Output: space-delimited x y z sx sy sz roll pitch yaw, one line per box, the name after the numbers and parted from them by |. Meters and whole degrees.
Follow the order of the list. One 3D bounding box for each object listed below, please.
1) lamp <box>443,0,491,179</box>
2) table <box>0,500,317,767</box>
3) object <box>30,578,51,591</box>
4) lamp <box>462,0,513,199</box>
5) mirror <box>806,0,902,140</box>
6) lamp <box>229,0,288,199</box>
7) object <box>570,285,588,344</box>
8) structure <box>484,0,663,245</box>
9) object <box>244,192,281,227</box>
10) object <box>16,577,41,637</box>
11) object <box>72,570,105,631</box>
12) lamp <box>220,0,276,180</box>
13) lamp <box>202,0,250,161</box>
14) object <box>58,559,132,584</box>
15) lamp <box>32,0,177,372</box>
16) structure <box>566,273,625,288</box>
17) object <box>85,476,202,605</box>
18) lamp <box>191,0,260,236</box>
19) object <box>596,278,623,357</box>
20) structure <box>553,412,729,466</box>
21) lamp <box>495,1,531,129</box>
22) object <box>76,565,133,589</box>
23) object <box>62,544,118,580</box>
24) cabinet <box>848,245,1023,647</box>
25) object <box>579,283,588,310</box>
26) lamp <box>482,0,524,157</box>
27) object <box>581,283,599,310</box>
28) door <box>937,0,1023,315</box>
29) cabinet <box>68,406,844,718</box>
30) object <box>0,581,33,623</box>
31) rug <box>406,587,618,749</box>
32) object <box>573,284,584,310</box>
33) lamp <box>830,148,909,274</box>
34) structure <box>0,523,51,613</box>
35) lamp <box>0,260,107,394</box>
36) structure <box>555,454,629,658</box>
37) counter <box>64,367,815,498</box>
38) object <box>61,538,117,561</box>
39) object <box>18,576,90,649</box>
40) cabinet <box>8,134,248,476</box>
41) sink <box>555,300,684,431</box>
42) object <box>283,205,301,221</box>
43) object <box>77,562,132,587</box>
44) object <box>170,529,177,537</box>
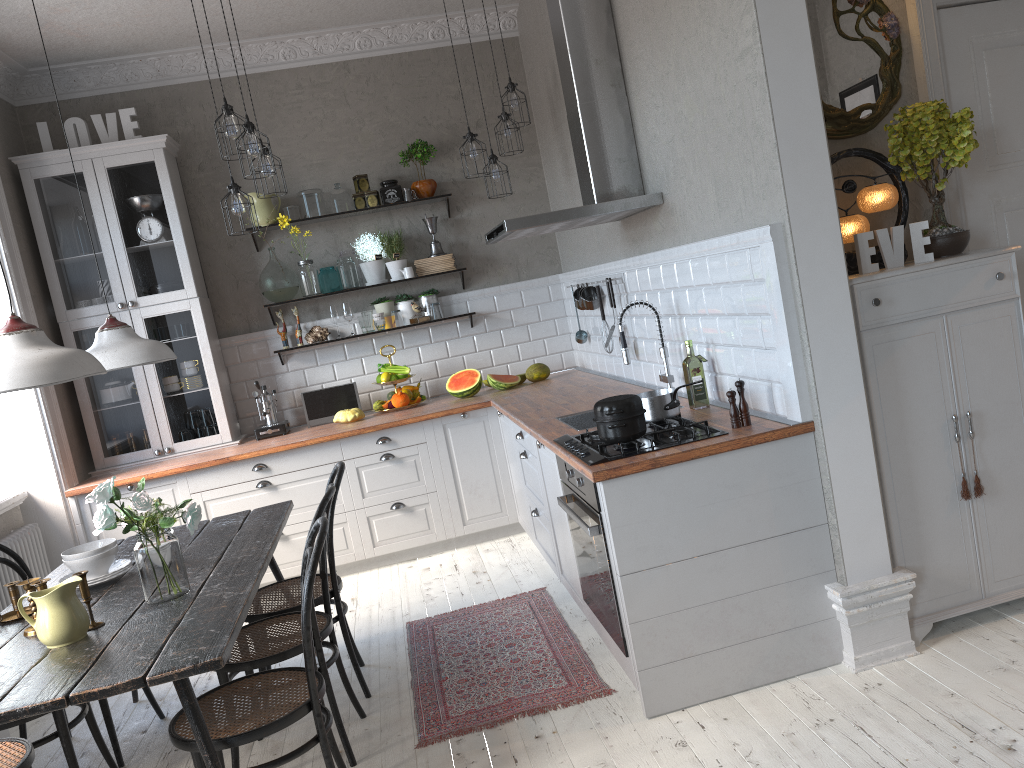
-0.364 -2.054 5.045 0.144 1.736 0.149 -8 7 23 | lamp
-1.217 1.043 3.047 0.911 0.735 1.905 -12 6 -8 | table
-1.376 0.656 2.619 0.061 0.172 0.062 -10 6 12 | object
-0.236 -1.970 5.212 0.149 1.736 0.143 -16 8 -37 | lamp
1.219 -1.214 3.279 0.536 0.594 0.070 -12 6 -10 | mirror
-1.366 -1.790 4.342 0.149 1.736 0.144 -14 7 -22 | lamp
0.414 -0.441 5.616 0.077 0.379 0.082 -12 6 -9 | object
0.115 -1.526 4.105 0.718 1.597 0.706 -12 6 -9 | structure
-1.574 -1.106 5.624 0.190 0.217 0.173 -11 6 5 | object
-1.445 0.663 2.679 0.097 0.172 0.094 -14 7 -28 | object
-1.250 0.635 2.606 0.059 0.167 0.059 -11 6 5 | object
-1.340 -1.814 4.028 0.144 1.736 0.149 -6 8 38 | lamp
-1.482 -1.933 4.152 0.149 1.736 0.144 -14 7 -22 | lamp
-1.477 0.676 3.147 0.235 0.027 0.239 -9 6 14 | object
-1.616 -0.959 3.174 0.380 1.860 0.378 -11 6 -1 | lamp
0.465 -0.583 5.117 0.095 0.053 1.077 -12 6 -8 | structure
-1.113 0.468 2.743 0.314 0.414 0.249 -12 6 -11 | object
-1.506 -1.600 4.333 0.150 1.736 0.143 -17 9 -42 | lamp
0.516 -0.344 4.747 0.081 0.443 0.326 -12 6 -7 | object
0.445 0.182 3.238 0.499 0.031 0.601 -12 6 -9 | structure
-0.127 -2.373 5.138 0.149 1.736 0.143 -16 8 -37 | lamp
-1.474 0.693 3.149 0.236 0.027 0.238 -10 6 9 | object
-1.485 0.641 3.143 0.182 0.094 0.177 -13 6 -18 | object
1.519 0.210 3.215 0.671 1.298 0.381 -12 6 -9 | cabinet
0.447 -0.517 5.223 0.109 0.162 0.136 -12 6 -7 | object
-0.169 -2.252 5.311 0.144 1.736 0.149 -7 8 33 | lamp
0.457 -0.506 5.097 0.108 0.162 0.137 -10 6 8 | object
2.168 -0.424 3.528 0.757 2.185 0.079 -12 6 -10 | door
-0.286 0.635 4.593 4.110 0.855 2.026 -6 7 37 | cabinet
-1.619 0.704 2.891 0.142 0.112 0.137 -14 7 -26 | object
-0.073 1.120 3.700 0.741 0.014 1.279 -12 6 -8 | rug
0.427 -0.526 5.349 0.108 0.162 0.137 -11 6 3 | object
1.255 -0.568 3.203 0.450 0.558 0.171 -11 6 -2 | lamp
-2.482 1.003 4.245 0.150 0.428 1.212 -12 6 -10 | structure
-1.482 -0.893 2.299 0.373 1.860 0.386 -8 7 28 | lamp
0.541 0.532 3.278 0.622 0.623 0.617 -12 6 -9 | structure
-0.782 0.337 4.324 3.184 0.039 3.364 -12 6 -9 | counter
-1.488 0.622 3.140 0.182 0.094 0.177 -13 6 -18 | object
-1.291 0.651 2.515 0.133 0.170 0.152 -5 8 42 | object
-2.305 -0.463 5.444 0.886 1.922 0.384 -12 6 -10 | cabinet
0.468 0.015 3.885 0.532 0.721 0.482 -12 6 -9 | sink
-1.417 -1.091 5.714 0.104 0.111 0.102 -12 6 -9 | object
-1.476 0.684 3.148 0.242 0.027 0.232 -16 8 -41 | object
-1.279 0.601 3.223 0.124 0.119 0.128 -10 6 7 | object
